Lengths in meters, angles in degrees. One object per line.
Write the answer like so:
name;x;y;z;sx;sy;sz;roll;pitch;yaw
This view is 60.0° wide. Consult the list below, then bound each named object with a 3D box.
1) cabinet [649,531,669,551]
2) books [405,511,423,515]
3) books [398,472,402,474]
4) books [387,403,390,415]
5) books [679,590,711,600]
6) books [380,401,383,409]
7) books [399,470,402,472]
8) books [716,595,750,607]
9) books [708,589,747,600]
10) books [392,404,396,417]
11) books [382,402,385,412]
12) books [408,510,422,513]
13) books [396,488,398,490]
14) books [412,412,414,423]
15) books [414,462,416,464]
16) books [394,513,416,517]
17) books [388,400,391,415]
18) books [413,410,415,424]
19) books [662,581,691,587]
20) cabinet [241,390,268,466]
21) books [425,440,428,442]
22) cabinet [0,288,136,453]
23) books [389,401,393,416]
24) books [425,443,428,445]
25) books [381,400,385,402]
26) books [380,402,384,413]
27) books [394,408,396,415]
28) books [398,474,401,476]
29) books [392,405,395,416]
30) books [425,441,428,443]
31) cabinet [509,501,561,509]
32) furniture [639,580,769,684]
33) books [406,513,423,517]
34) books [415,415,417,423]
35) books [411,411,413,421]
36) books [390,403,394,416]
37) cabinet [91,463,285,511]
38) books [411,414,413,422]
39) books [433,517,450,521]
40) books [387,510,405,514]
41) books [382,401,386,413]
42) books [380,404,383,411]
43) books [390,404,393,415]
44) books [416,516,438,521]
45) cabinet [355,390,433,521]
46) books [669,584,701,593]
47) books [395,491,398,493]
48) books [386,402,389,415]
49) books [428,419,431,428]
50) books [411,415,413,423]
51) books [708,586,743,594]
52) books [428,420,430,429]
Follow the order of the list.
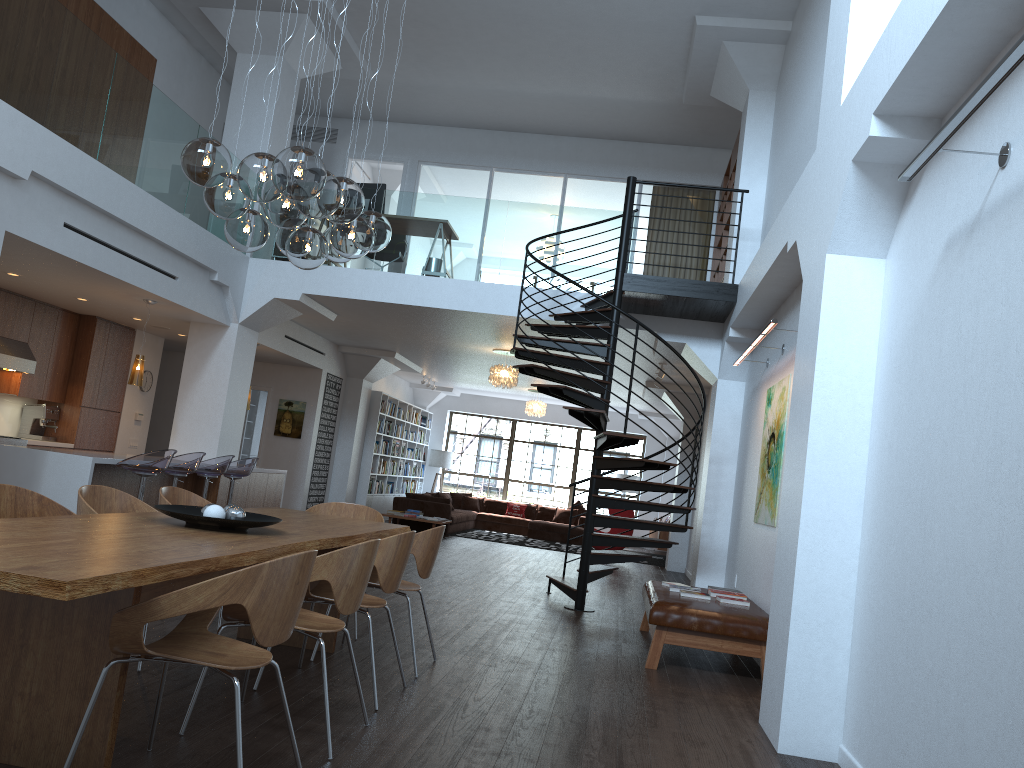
cabinet;3.029;2.990;17.522;0.459;0.350;4.501;7;-6;8
books;-1.738;2.295;15.790;0.279;0.035;0.191;6;-6;18
books;-2.427;1.830;18.413;0.251;0.037;0.160;6;-6;13
books;-2.434;0.464;16.898;0.174;0.242;0.105;7;-6;8
books;1.403;1.616;6.799;0.224;0.032;0.161;7;-6;8
books;-2.501;0.409;16.345;0.182;0.215;0.188;7;-6;8
books;-2.424;1.794;18.442;0.259;0.040;0.180;7;-6;8
books;1.677;1.647;6.735;0.224;0.036;0.161;7;-6;2
books;1.715;1.683;7.063;0.283;0.043;0.197;7;-6;7
books;-2.378;0.512;17.336;0.182;0.255;0.077;7;-6;8
books;-2.476;0.428;16.532;0.161;0.222;0.084;7;-6;8
books;-1.730;2.264;15.791;0.224;0.027;0.157;6;-6;13
books;-2.513;2.157;18.354;0.254;0.032;0.174;6;-6;13
books;-2.190;0.713;18.961;0.171;0.246;0.057;7;-6;8
books;-2.239;1.732;19.546;0.224;0.030;0.161;6;-6;18
books;-1.856;2.274;15.395;0.236;0.035;0.340;4;-7;33
books;-2.425;0.450;16.988;0.176;0.293;0.125;7;-6;8
books;-2.180;0.701;19.045;0.176;0.290;0.053;7;-6;8
books;1.367;1.678;7.389;0.161;0.031;0.223;9;-6;-14
cabinet;-5.142;0.679;16.042;0.527;2.991;2.630;7;-6;8
books;-2.089;1.293;20.393;0.254;0.032;0.174;2;-8;42
cabinet;-5.930;0.124;9.467;0.598;2.499;5.299;7;-6;8
books;-2.422;0.458;17.050;0.197;0.290;0.136;7;-6;8
books;-2.099;1.360;20.392;0.284;0.035;0.197;3;-8;37
books;-2.478;0.418;16.565;0.159;0.248;0.089;7;-6;8
books;-2.482;0.426;16.498;0.161;0.218;0.101;7;-6;8
books;-2.380;0.529;17.404;0.167;0.233;0.077;7;-6;8
books;-2.430;1.867;18.406;0.246;0.038;0.171;7;-6;8
books;-2.390;0.505;17.234;0.174;0.243;0.085;7;-6;8
books;-2.095;1.326;20.395;0.284;0.033;0.197;5;-7;23
cabinet;0.475;3.078;20.251;1.520;0.625;0.350;7;-6;8
furniture;1.482;1.885;6.928;0.907;0.453;1.819;7;-6;8
books;-1.739;2.330;15.782;0.312;0.037;0.216;8;-6;-2
books;-2.163;0.751;19.213;0.168;0.231;0.037;7;-6;8
books;-2.212;0.690;18.777;0.189;0.247;0.057;7;-6;8
books;-2.396;0.492;17.148;0.182;0.253;0.098;7;-6;8
cabinet;-3.884;1.311;10.010;0.898;0.796;4.493;7;-6;8
books;-2.185;0.673;18.827;0.140;0.298;0.044;7;-6;8
books;-1.268;2.380;15.650;0.256;0.035;0.350;4;-7;33
books;-2.058;2.282;15.766;0.241;0.045;0.334;7;-6;9
books;-2.471;0.422;16.608;0.170;0.251;0.118;7;-6;8
books;-2.499;0.422;16.435;0.167;0.210;0.162;7;-6;8
books;-2.403;0.489;17.116;0.159;0.248;0.089;7;-6;8
books;-1.462;2.319;15.332;0.231;0.040;0.342;13;-8;-42
cabinet;-2.490;1.573;18.365;0.461;2.414;4.500;7;-6;8
books;1.378;1.640;7.068;0.247;0.040;0.185;6;-6;11
books;-2.517;2.223;18.343;0.284;0.035;0.197;7;-6;8
books;-2.443;0.454;16.847;0.170;0.251;0.118;7;-6;8
books;-1.977;0.925;20.618;0.140;0.231;0.042;7;-6;8
books;-2.191;0.723;18.868;0.144;0.207;0.048;7;-6;8
books;1.771;1.725;7.375;0.254;0.044;0.183;7;-6;2
books;-1.987;0.933;20.535;0.136;0.196;0.045;7;-6;8
